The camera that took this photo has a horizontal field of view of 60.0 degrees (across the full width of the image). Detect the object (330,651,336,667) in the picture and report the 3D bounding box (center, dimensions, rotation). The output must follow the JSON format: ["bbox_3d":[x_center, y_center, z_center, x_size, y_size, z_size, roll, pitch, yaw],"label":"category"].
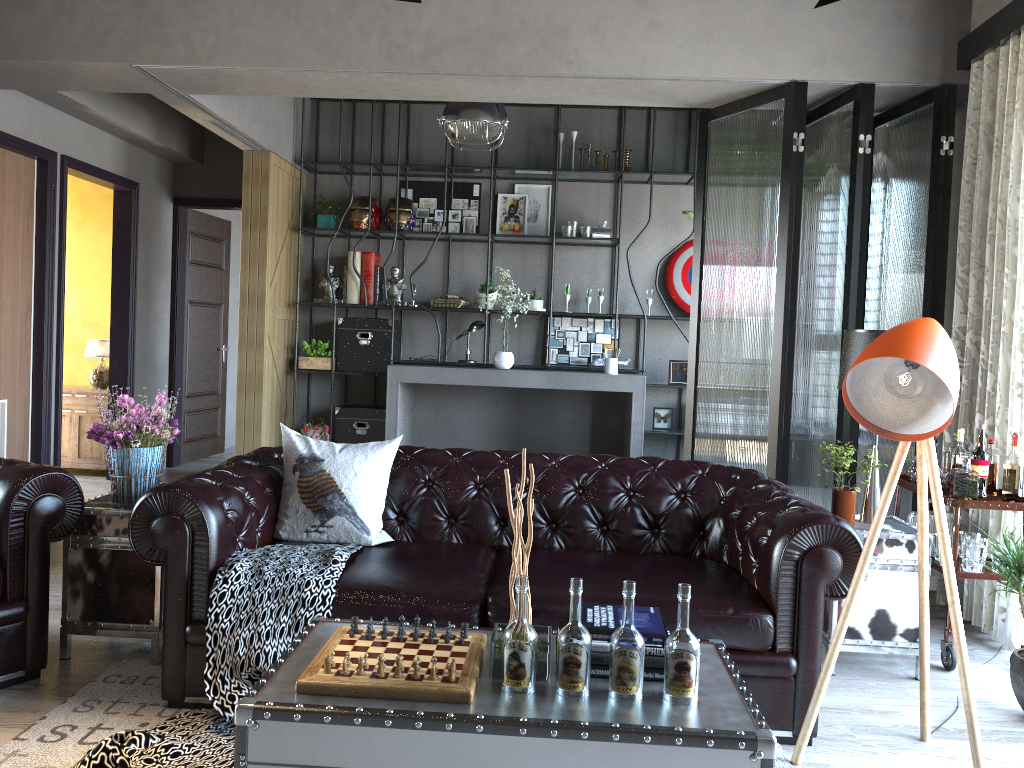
[{"bbox_3d":[-0.452,0.690,2.228,0.017,0.037,0.017,2,2,-4],"label":"object"}]

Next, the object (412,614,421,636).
[{"bbox_3d":[-0.265,0.674,2.481,0.025,0.058,0.025,2,2,-4],"label":"object"}]

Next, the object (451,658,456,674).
[{"bbox_3d":[-0.147,0.703,2.212,0.017,0.037,0.017,2,2,-4],"label":"object"}]

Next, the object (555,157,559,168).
[{"bbox_3d":[0.388,-1.909,7.707,0.135,0.129,0.135,1,3,-24],"label":"object"}]

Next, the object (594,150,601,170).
[{"bbox_3d":[0.755,-1.950,7.859,0.080,0.226,0.080,1,2,-24],"label":"object"}]

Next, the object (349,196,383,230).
[{"bbox_3d":[-1.308,-1.508,7.862,0.280,0.327,0.399,3,2,8],"label":"object"}]

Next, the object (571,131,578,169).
[{"bbox_3d":[0.544,-2.042,7.877,0.128,0.390,0.128,1,3,-38],"label":"object"}]

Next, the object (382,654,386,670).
[{"bbox_3d":[-0.323,0.695,2.221,0.017,0.037,0.017,2,2,-4],"label":"object"}]

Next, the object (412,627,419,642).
[{"bbox_3d":[-0.265,0.687,2.436,0.017,0.037,0.017,3,2,9],"label":"object"}]

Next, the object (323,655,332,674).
[{"bbox_3d":[-0.454,0.690,2.183,0.019,0.040,0.019,3,2,7],"label":"object"}]

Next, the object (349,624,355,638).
[{"bbox_3d":[-0.441,0.679,2.445,0.017,0.037,0.017,2,2,-16],"label":"object"}]

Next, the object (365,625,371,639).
[{"bbox_3d":[-0.395,0.681,2.442,0.017,0.037,0.017,3,2,9],"label":"object"}]

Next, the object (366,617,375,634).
[{"bbox_3d":[-0.396,0.676,2.485,0.026,0.044,0.026,0,3,-42],"label":"object"}]

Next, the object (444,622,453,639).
[{"bbox_3d":[-0.176,0.685,2.474,0.026,0.044,0.026,0,3,-42],"label":"object"}]

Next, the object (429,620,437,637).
[{"bbox_3d":[-0.220,0.681,2.477,0.022,0.047,0.022,0,3,-42],"label":"object"}]

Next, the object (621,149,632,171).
[{"bbox_3d":[0.996,-1.936,7.701,0.130,0.232,0.130,2,2,-20],"label":"object"}]

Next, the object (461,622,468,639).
[{"bbox_3d":[-0.132,0.689,2.475,0.019,0.040,0.019,1,2,-23],"label":"object"}]

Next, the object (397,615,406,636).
[{"bbox_3d":[-0.308,0.673,2.482,0.025,0.055,0.025,0,3,-42],"label":"object"}]

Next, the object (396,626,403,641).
[{"bbox_3d":[-0.309,0.685,2.438,0.017,0.037,0.017,3,2,9],"label":"object"}]

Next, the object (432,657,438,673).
[{"bbox_3d":[-0.193,0.701,2.214,0.017,0.037,0.017,2,2,-4],"label":"object"}]

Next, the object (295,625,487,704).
[{"bbox_3d":[-0.296,0.727,2.329,0.429,0.036,0.429,2,3,3],"label":"object"}]

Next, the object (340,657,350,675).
[{"bbox_3d":[-0.410,0.690,2.180,0.026,0.044,0.026,0,3,-42],"label":"object"}]

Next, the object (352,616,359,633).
[{"bbox_3d":[-0.441,0.675,2.490,0.019,0.040,0.019,1,2,-23],"label":"object"}]

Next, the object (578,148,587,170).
[{"bbox_3d":[0.613,-1.955,7.769,0.084,0.233,0.084,3,2,30],"label":"object"}]

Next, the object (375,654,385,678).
[{"bbox_3d":[-0.322,0.688,2.174,0.025,0.055,0.025,0,3,-42],"label":"object"}]

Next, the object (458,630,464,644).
[{"bbox_3d":[-0.138,0.692,2.429,0.017,0.037,0.017,3,2,22],"label":"object"}]

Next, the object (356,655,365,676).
[{"bbox_3d":[-0.371,0.690,2.179,0.022,0.047,0.022,4,3,35],"label":"object"}]

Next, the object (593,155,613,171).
[{"bbox_3d":[0.815,-1.903,7.697,0.189,0.152,0.189,3,3,26],"label":"object"}]

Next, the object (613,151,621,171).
[{"bbox_3d":[0.919,-1.944,7.802,0.084,0.233,0.084,2,2,-16],"label":"object"}]

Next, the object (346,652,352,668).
[{"bbox_3d":[-0.411,0.691,2.227,0.017,0.037,0.017,2,2,-4],"label":"object"}]

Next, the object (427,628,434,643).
[{"bbox_3d":[-0.223,0.689,2.431,0.017,0.037,0.017,3,2,9],"label":"object"}]

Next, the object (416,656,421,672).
[{"bbox_3d":[-0.235,0.699,2.215,0.017,0.037,0.017,2,2,-4],"label":"object"}]

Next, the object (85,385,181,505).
[{"bbox_3d":[-1.549,0.245,3.655,0.349,0.484,0.352,4,3,34],"label":"object"}]

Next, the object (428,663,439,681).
[{"bbox_3d":[-0.192,0.700,2.168,0.026,0.044,0.026,0,3,-42],"label":"object"}]

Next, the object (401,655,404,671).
[{"bbox_3d":[-0.277,0.697,2.217,0.017,0.037,0.017,2,2,-4],"label":"object"}]

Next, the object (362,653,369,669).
[{"bbox_3d":[-0.367,0.693,2.224,0.017,0.037,0.017,2,2,-4],"label":"object"}]

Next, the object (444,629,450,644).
[{"bbox_3d":[-0.177,0.691,2.429,0.017,0.037,0.017,3,2,9],"label":"object"}]

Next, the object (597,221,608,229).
[{"bbox_3d":[0.801,-1.404,7.857,0.103,0.068,0.103,2,3,-4],"label":"object"}]

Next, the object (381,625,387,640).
[{"bbox_3d":[-0.351,0.683,2.440,0.017,0.037,0.017,3,2,9],"label":"object"}]

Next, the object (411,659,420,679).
[{"bbox_3d":[-0.235,0.696,2.171,0.022,0.047,0.022,4,3,35],"label":"object"}]

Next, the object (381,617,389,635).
[{"bbox_3d":[-0.354,0.676,2.484,0.022,0.047,0.022,0,3,-42],"label":"object"}]

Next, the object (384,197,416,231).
[{"bbox_3d":[-0.990,-1.495,7.845,0.280,0.327,0.399,2,2,-7],"label":"object"}]

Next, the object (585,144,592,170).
[{"bbox_3d":[0.668,-1.954,7.694,0.100,0.243,0.100,3,2,12],"label":"object"}]

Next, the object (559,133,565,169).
[{"bbox_3d":[0.436,-2.050,7.954,0.128,0.390,0.128,1,2,-29],"label":"object"}]

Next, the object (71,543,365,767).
[{"bbox_3d":[-0.928,0.904,2.815,0.562,0.569,1.699,3,3,23],"label":"object"}]

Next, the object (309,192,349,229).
[{"bbox_3d":[-1.650,-1.525,7.895,0.324,0.339,0.295,0,3,-41],"label":"object"}]

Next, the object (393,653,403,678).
[{"bbox_3d":[-0.278,0.688,2.173,0.025,0.058,0.025,0,3,-42],"label":"object"}]
